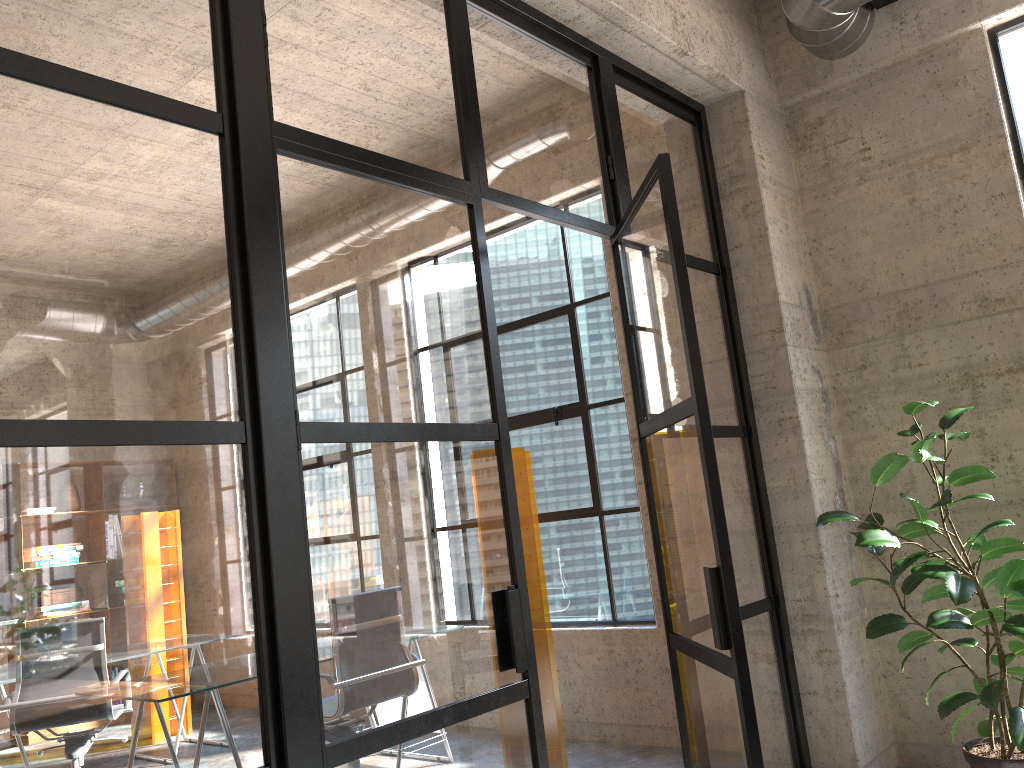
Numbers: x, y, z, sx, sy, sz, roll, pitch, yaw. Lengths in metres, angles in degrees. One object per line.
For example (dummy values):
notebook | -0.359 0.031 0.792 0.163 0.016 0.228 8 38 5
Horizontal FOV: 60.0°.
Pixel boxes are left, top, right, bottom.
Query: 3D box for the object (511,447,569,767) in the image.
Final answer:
object | 0.020 1.157 4.469 0.342 1.640 0.304 -7 -9 0

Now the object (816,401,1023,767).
object | 1.699 0.830 3.323 0.886 1.552 0.514 -13 -11 36

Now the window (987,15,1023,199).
window | 0.619 0.095 5.096 7.902 2.530 0.081 -14 -11 39

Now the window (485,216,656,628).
window | 0.006 0.249 5.612 1.780 2.530 0.081 -14 -11 39
